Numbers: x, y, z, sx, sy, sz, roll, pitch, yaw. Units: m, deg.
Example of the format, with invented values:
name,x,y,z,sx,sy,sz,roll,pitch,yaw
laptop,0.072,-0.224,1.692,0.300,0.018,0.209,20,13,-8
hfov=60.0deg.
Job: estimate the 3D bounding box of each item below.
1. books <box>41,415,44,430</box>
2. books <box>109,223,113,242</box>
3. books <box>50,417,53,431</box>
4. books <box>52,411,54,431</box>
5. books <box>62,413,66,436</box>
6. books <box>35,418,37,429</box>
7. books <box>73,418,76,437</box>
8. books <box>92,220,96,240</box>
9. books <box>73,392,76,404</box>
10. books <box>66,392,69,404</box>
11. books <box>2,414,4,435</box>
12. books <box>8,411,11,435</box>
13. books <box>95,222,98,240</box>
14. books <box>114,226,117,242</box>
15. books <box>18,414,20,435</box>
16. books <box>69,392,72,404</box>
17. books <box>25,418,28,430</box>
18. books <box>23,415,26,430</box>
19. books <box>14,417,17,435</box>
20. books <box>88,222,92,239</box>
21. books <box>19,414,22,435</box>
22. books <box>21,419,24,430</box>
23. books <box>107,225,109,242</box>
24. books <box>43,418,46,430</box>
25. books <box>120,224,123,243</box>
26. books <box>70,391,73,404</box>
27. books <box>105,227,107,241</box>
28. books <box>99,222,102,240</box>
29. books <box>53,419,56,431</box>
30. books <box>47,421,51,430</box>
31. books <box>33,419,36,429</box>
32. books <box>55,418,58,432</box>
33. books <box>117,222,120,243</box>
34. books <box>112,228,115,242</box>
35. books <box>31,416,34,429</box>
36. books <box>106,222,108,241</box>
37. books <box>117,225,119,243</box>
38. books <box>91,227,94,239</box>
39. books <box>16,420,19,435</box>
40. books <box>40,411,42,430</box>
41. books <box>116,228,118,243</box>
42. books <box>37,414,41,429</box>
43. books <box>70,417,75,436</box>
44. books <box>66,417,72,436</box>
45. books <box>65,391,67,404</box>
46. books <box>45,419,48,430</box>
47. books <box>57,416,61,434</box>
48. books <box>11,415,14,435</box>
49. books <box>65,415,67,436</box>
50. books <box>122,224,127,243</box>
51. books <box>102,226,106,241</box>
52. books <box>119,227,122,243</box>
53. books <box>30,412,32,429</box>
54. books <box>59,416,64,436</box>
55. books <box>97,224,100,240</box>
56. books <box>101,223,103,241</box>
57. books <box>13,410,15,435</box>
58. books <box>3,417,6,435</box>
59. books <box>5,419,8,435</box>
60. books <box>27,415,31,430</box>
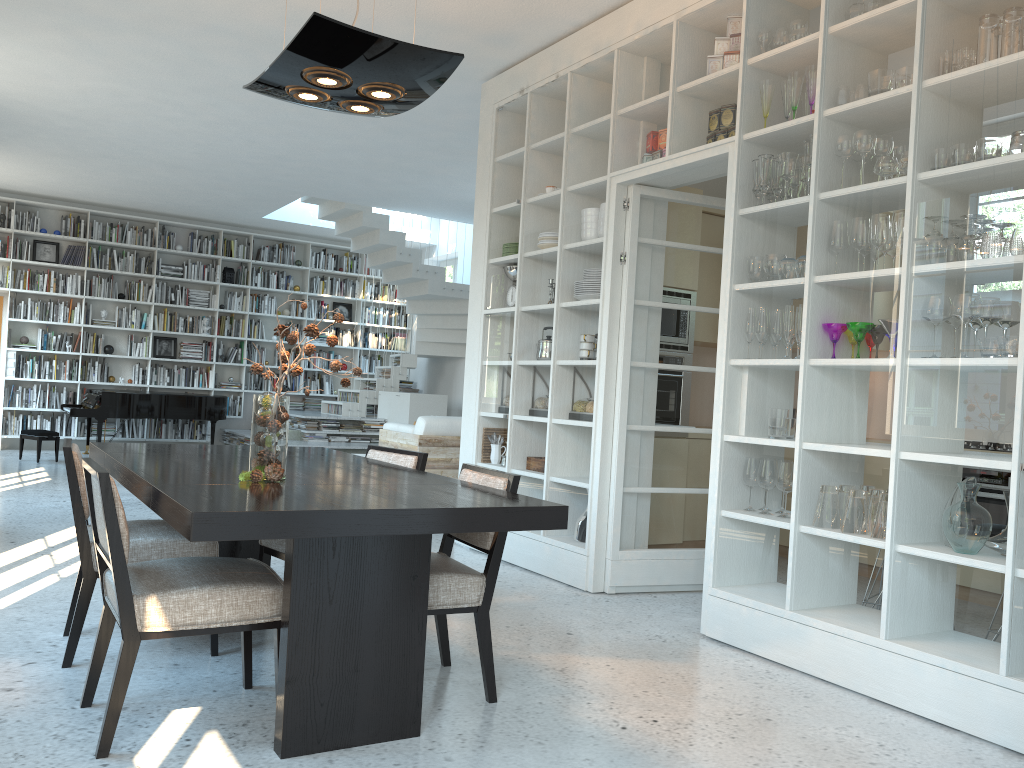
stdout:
name,x,y,z,sx,sy,sz,roll,pitch,yaw
books,-6.036,0.527,11.383,0.025,0.266,0.159,3,0,-31
books,-5.320,-1.990,11.753,0.028,0.268,0.151,3,0,-31
books,-5.943,0.545,11.430,0.023,0.244,0.188,3,0,-31
books,-5.941,0.512,11.466,0.013,0.310,0.130,3,0,-31
books,-5.819,0.527,11.514,0.021,0.295,0.188,3,0,-31
books,-6.105,0.551,11.372,0.014,0.211,0.146,3,0,-31
books,-5.705,0.566,11.560,0.017,0.233,0.212,3,0,-31
books,-5.498,-2.007,11.651,0.021,0.279,0.140,3,0,-31
books,-5.720,0.216,11.576,0.030,0.230,0.151,3,0,-31
books,-5.796,0.213,11.547,0.030,0.227,0.140,3,0,-31
books,-6.420,0.508,11.171,0.012,0.254,0.161,3,0,-31
books,-6.351,0.493,11.199,0.045,0.294,0.181,3,0,-31
books,-5.466,-1.993,11.648,0.031,0.254,0.145,3,0,-31
books,-5.271,-1.970,11.769,0.013,0.234,0.154,3,0,-31
books,-6.254,0.515,11.243,0.013,0.261,0.174,3,0,-31
books,-5.751,0.215,11.525,0.023,0.228,0.190,3,0,-31
books,-6.191,0.540,11.300,0.022,0.221,0.163,3,0,-31
books,-6.214,0.523,11.297,0.022,0.252,0.139,3,0,-31
books,-6.294,0.530,11.233,0.022,0.226,0.154,3,0,-31
books,-5.528,-1.989,11.604,0.029,0.237,0.156,3,0,-31
books,-6.241,0.514,11.258,0.023,0.266,0.177,3,0,-31
books,-6.232,0.545,11.283,0.022,0.205,0.158,3,0,-31
books,-5.359,-1.975,11.741,0.025,0.235,0.129,3,0,-31
books,-6.017,0.553,11.394,0.021,0.218,0.190,3,0,-31
books,-5.200,-1.986,11.802,0.013,0.276,0.164,3,0,-31
books,-5.749,0.212,11.569,0.026,0.236,0.140,3,0,-31
books,-5.370,-1.963,11.702,0.015,0.207,0.166,3,0,-31
books,-5.422,-1.988,11.674,0.023,0.251,0.170,3,0,-31
books,-5.928,0.561,11.474,0.024,0.214,0.137,3,0,-31
books,-5.967,0.571,11.416,0.031,0.188,0.190,3,0,-31
books,-6.109,0.555,11.335,0.030,0.201,0.168,3,0,-31
books,-5.901,0.557,11.476,0.022,0.224,0.141,3,0,-31
books,-5.236,-2.000,11.783,0.010,0.299,0.151,3,0,-31
books,-5.292,-1.954,11.760,0.030,0.201,0.152,3,0,-31
books,-6.143,0.530,11.342,0.022,0.246,0.134,3,0,-31
books,-5.359,-1.991,11.710,0.010,0.264,0.160,3,0,-31
books,-5.246,-1.977,11.775,0.013,0.251,0.183,3,0,-31
books,-5.515,-1.960,11.631,0.024,0.183,0.133,3,0,-31
books,-6.281,0.551,11.250,0.022,0.186,0.145,3,0,-31
books,-6.061,0.507,11.388,0.014,0.304,0.139,3,0,-31
books,-5.257,-1.960,11.769,0.011,0.216,0.160,3,0,-31
books,-6.071,0.525,11.361,0.031,0.266,0.186,3,0,-31
books,-5.744,0.542,11.585,0.027,0.276,0.143,3,0,-31
books,-5.783,0.550,11.560,0.065,0.256,0.155,3,0,-31
books,-5.795,0.206,11.507,0.011,0.239,0.174,3,0,-31
books,-5.996,0.560,11.407,0.028,0.206,0.171,3,0,-31
books,-5.878,0.543,11.486,0.027,0.256,0.179,3,0,-31
books,-6.327,0.518,11.223,0.024,0.246,0.143,3,0,-31
books,-5.803,0.524,11.520,0.012,0.303,0.165,3,0,-31
books,-5.172,-1.982,11.816,0.052,0.273,0.172,3,0,-31
books,-5.382,-1.964,11.679,0.029,0.208,0.178,3,0,-31
books,-5.227,-1.967,11.804,0.029,0.235,0.130,3,0,-31
books,-6.146,0.503,11.315,0.013,0.300,0.183,3,0,-31
books,-5.861,0.541,11.523,0.040,0.264,0.137,3,0,-31
books,-5.441,-1.974,11.659,0.023,0.220,0.181,3,0,-31
books,-5.405,-1.986,11.679,0.012,0.250,0.174,3,0,-31
books,-6.308,0.483,11.229,0.011,0.318,0.157,3,0,-31
books,-6.407,0.528,11.180,0.023,0.216,0.158,3,0,-31
books,-6.372,0.543,11.171,0.029,0.190,0.176,3,0,-31
books,-6.172,0.523,11.317,0.027,0.256,0.160,3,0,-31
